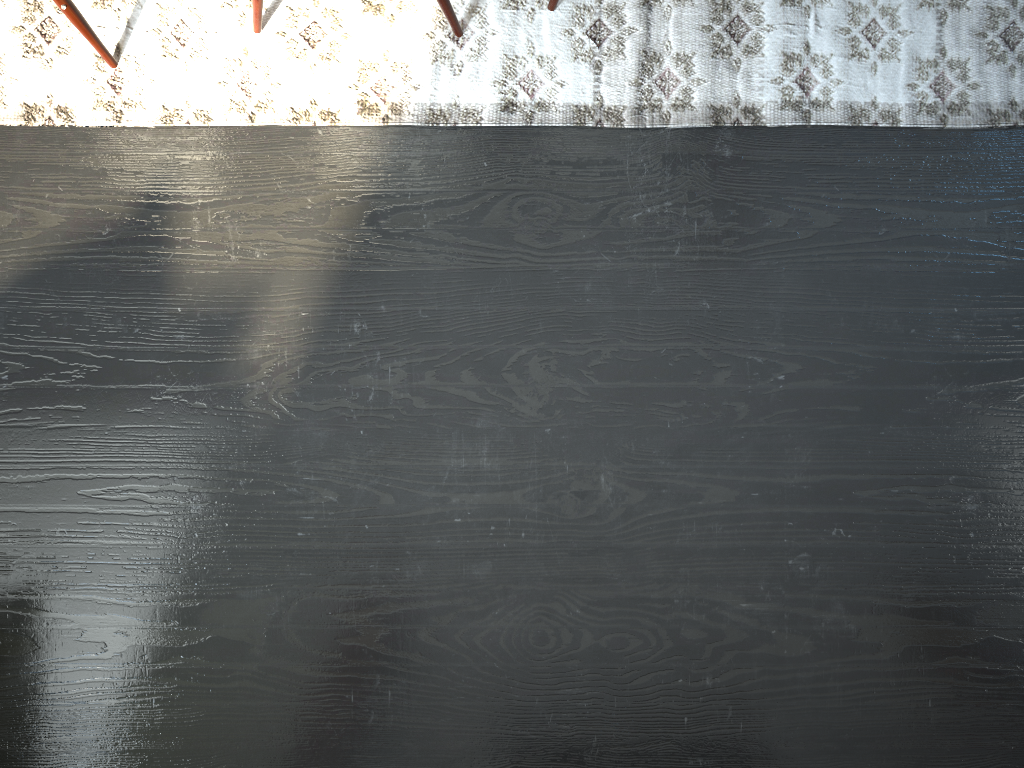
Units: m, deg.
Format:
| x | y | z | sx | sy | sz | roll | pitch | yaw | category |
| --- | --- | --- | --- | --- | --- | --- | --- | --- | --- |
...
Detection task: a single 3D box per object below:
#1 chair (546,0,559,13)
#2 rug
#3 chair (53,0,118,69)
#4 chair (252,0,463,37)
| x | y | z | sx | sy | sz | roll | pitch | yaw | category |
| --- | --- | --- | --- | --- | --- | --- | --- | --- | --- |
| 0.231 | -0.928 | 1.312 | 0.465 | 0.801 | 0.542 | -14 | 90 | 0 | chair |
| -0.195 | -1.443 | 1.704 | 2.677 | 0.022 | 1.898 | 0 | 90 | 0 | rug |
| -0.867 | -0.841 | 1.312 | 0.465 | 0.801 | 0.542 | 26 | 90 | 0 | chair |
| -0.289 | -0.837 | 1.312 | 0.465 | 0.801 | 0.542 | 1 | 90 | 0 | chair |
